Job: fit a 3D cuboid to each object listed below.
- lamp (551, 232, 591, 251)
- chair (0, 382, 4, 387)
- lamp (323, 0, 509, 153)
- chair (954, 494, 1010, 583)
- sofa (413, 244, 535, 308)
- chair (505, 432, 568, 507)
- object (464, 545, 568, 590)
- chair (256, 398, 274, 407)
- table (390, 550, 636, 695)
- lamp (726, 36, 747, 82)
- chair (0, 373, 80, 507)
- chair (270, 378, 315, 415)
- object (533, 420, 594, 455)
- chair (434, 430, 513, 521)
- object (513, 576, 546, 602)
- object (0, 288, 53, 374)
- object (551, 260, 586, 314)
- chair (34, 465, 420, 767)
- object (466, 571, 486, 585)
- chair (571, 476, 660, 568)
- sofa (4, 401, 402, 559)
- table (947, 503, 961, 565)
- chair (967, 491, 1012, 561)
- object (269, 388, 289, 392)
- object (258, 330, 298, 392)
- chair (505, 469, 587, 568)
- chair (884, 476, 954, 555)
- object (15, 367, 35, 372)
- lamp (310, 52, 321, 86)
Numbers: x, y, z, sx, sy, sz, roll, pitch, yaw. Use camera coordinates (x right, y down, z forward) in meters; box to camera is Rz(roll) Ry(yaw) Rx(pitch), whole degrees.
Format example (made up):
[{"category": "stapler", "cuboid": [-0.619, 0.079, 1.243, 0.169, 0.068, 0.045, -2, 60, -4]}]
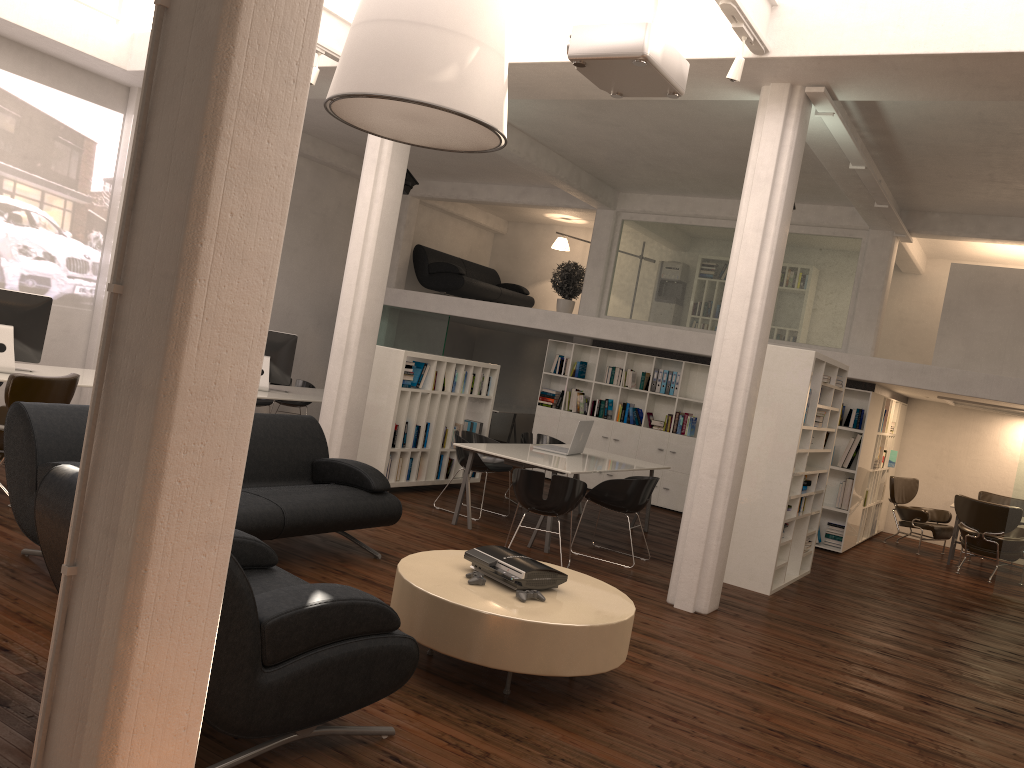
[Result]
[{"category": "lamp", "cuboid": [1.934, -2.996, 19.257, 2.635, 0.513, 0.447, 12, 2, 40]}, {"category": "chair", "cuboid": [-6.503, 0.111, 10.404, 0.757, 1.004, 0.795, 11, 2, 36]}, {"category": "lamp", "cuboid": [-0.342, -4.035, 6.587, 1.386, 4.284, 1.386, 12, 2, 45]}, {"category": "chair", "cuboid": [7.335, 2.378, 13.626, 0.991, 1.183, 0.994, 8, 2, -44]}, {"category": "sofa", "cuboid": [-0.822, -2.257, 20.067, 1.467, 1.119, 3.087, 11, 2, 31]}, {"category": "chair", "cuboid": [0.406, 1.264, 12.922, 0.795, 1.004, 0.757, 9, 2, -24]}, {"category": "object", "cuboid": [0.021, 1.256, 6.046, 0.471, 0.163, 0.558, 9, 2, -39]}, {"category": "chair", "cuboid": [-4.302, 0.386, 14.147, 0.757, 1.004, 0.795, 11, 2, 31]}, {"category": "table", "cuboid": [-0.018, 1.625, 6.004, 1.616, 0.570, 1.616, 11, 2, 24]}, {"category": "lamp", "cuboid": [1.850, -2.654, 7.269, 0.136, 0.357, 0.117, 11, 2, 37]}, {"category": "chair", "cuboid": [-4.638, 0.419, 8.035, 0.991, 1.183, 0.994, 10, 2, 6]}, {"category": "chair", "cuboid": [-3.860, 0.426, 15.391, 0.795, 1.004, 0.757, 10, 2, -14]}, {"category": "object", "cuboid": [0.687, 0.661, 11.685, 0.557, 0.470, 0.702, 11, 2, 21]}, {"category": "chair", "cuboid": [-0.449, 1.159, 11.393, 0.757, 1.004, 0.795, 11, 2, 31]}, {"category": "object", "cuboid": [0.085, 1.312, 5.676, 0.193, 0.099, 0.231, 9, 2, -36]}, {"category": "object", "cuboid": [-5.471, -0.574, 9.493, 0.886, 0.888, 0.347, 9, 2, -39]}, {"category": "object", "cuboid": [1.107, -1.841, 17.287, 0.793, 1.127, 0.770, 11, 2, 29]}, {"category": "chair", "cuboid": [-1.459, 1.129, 4.532, 1.454, 1.130, 1.481, 12, 2, 42]}, {"category": "object", "cuboid": [-0.237, 1.269, 5.829, 0.119, 0.062, 0.193, 10, 2, -9]}, {"category": "chair", "cuboid": [1.226, 1.496, 10.183, 0.757, 1.004, 0.795, 11, 2, 26]}, {"category": "sofa", "cuboid": [-2.397, 0.877, 7.440, 1.467, 1.119, 3.087, 11, 2, 31]}, {"category": "table", "cuboid": [8.852, 2.775, 13.693, 3.900, 0.947, 1.040, 11, 2, 31]}, {"category": "chair", "cuboid": [8.441, 2.526, 15.193, 0.994, 1.183, 0.991, 11, 2, 26]}, {"category": "object", "cuboid": [-3.761, 0.045, 13.315, 0.804, 0.032, 0.217, 10, 2, -14]}, {"category": "object", "cuboid": [-3.633, -0.352, 12.896, 0.886, 0.888, 0.347, 10, 2, -14]}, {"category": "chair", "cuboid": [0.314, 1.367, 9.109, 0.795, 1.004, 0.757, 10, 2, 6]}, {"category": "chair", "cuboid": [7.037, 2.271, 15.360, 0.994, 1.183, 0.991, 9, 2, -39]}, {"category": "object", "cuboid": [-5.763, -0.203, 9.851, 0.804, 0.032, 0.217, 9, 2, -39]}, {"category": "lamp", "cuboid": [-2.175, -3.447, 9.686, 0.136, 0.357, 0.117, 11, 2, 24]}]
